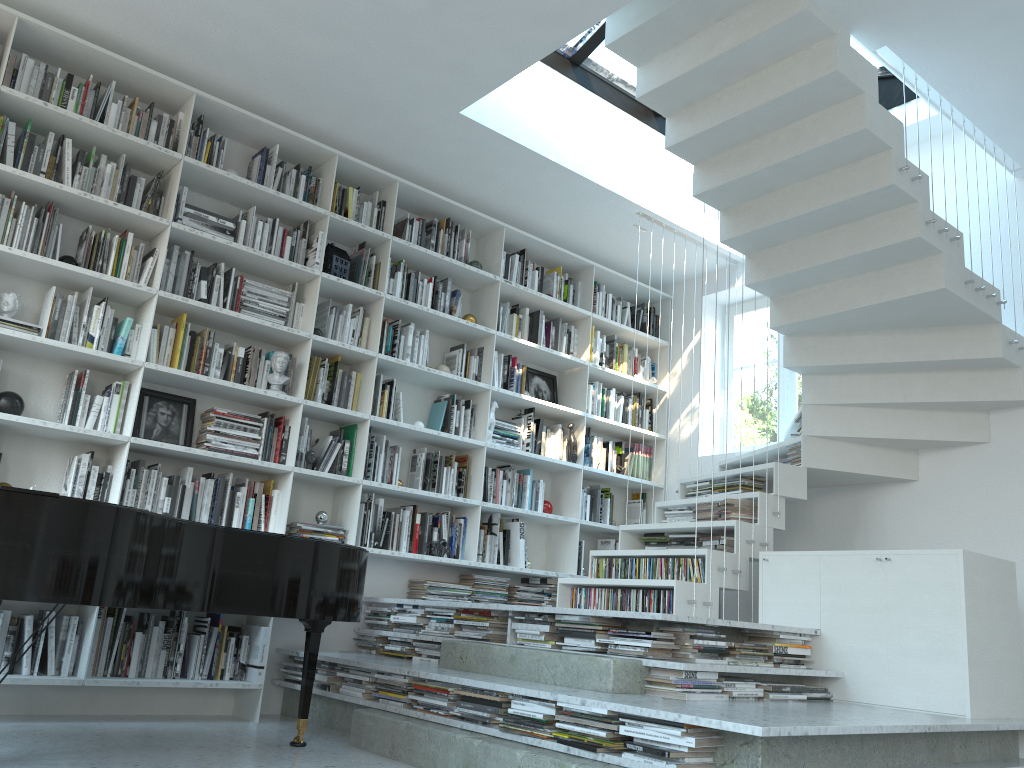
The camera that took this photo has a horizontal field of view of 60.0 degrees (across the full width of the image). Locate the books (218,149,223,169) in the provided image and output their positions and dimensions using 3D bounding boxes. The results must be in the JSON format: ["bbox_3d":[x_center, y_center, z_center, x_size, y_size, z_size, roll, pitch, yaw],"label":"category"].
[{"bbox_3d":[-1.627,-1.173,4.851,0.010,0.186,0.152,16,-18,-37],"label":"books"}]

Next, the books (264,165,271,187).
[{"bbox_3d":[-1.424,-1.122,5.021,0.031,0.208,0.147,16,-18,-37],"label":"books"}]

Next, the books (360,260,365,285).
[{"bbox_3d":[-0.946,-0.626,5.324,0.024,0.216,0.169,16,-18,-37],"label":"books"}]

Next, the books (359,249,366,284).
[{"bbox_3d":[-0.944,-0.658,5.311,0.022,0.271,0.181,16,-18,-37],"label":"books"}]

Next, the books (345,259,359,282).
[{"bbox_3d":[-0.977,-0.633,5.304,0.019,0.213,0.156,16,-18,-37],"label":"books"}]

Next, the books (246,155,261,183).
[{"bbox_3d":[-1.464,-1.152,4.990,0.012,0.245,0.151,16,-18,-37],"label":"books"}]

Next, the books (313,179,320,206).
[{"bbox_3d":[-1.183,-1.069,5.202,0.014,0.238,0.153,16,-18,-37],"label":"books"}]

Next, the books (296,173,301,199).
[{"bbox_3d":[-1.278,-1.089,5.115,0.012,0.216,0.179,16,-18,-37],"label":"books"}]

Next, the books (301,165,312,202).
[{"bbox_3d":[-1.226,-1.114,5.183,0.012,0.307,0.138,16,-18,-37],"label":"books"}]

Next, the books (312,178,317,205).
[{"bbox_3d":[-1.199,-1.073,5.201,0.014,0.243,0.145,16,-18,-37],"label":"books"}]

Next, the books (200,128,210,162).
[{"bbox_3d":[-1.690,-1.235,4.788,0.011,0.264,0.163,16,-18,-37],"label":"books"}]

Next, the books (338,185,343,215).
[{"bbox_3d":[-1.065,-1.045,5.299,0.008,0.261,0.142,16,-18,-37],"label":"books"}]

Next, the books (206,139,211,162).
[{"bbox_3d":[-1.688,-1.208,4.828,0.006,0.232,0.136,16,-18,-37],"label":"books"}]

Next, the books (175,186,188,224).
[{"bbox_3d":[-1.764,-0.890,4.650,0.021,0.248,0.192,16,-18,-37],"label":"books"}]

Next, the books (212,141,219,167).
[{"bbox_3d":[-1.644,-1.196,4.831,0.016,0.218,0.144,16,-18,-37],"label":"books"}]

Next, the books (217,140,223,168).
[{"bbox_3d":[-1.639,-1.204,4.859,0.013,0.249,0.148,16,-18,-37],"label":"books"}]

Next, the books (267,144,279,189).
[{"bbox_3d":[-1.390,-1.180,5.032,0.010,0.330,0.186,16,-18,-37],"label":"books"}]

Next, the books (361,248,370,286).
[{"bbox_3d":[-0.921,-0.662,5.323,0.021,0.287,0.179,16,-18,-37],"label":"books"}]

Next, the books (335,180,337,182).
[{"bbox_3d":[-1.097,-1.063,5.277,0.007,0.278,0.150,16,-18,-37],"label":"books"}]

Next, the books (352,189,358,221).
[{"bbox_3d":[-0.996,-1.029,5.363,0.030,0.273,0.151,16,-18,-37],"label":"books"}]

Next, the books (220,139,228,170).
[{"bbox_3d":[-1.612,-1.205,4.861,0.011,0.255,0.143,16,-18,-37],"label":"books"}]

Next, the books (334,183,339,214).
[{"bbox_3d":[-1.076,-1.051,5.280,0.034,0.260,0.157,16,-18,-37],"label":"books"}]

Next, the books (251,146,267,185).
[{"bbox_3d":[-1.442,-1.175,4.990,0.014,0.291,0.176,16,-18,-37],"label":"books"}]

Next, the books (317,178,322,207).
[{"bbox_3d":[-1.173,-1.073,5.221,0.022,0.256,0.137,16,-18,-37],"label":"books"}]

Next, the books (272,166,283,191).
[{"bbox_3d":[-1.375,-1.114,5.039,0.050,0.210,0.173,16,-18,-37],"label":"books"}]

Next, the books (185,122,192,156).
[{"bbox_3d":[-1.769,-1.252,4.725,0.026,0.252,0.185,16,-18,-37],"label":"books"}]

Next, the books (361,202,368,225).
[{"bbox_3d":[-0.941,-0.983,5.375,0.024,0.201,0.180,16,-18,-37],"label":"books"}]

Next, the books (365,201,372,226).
[{"bbox_3d":[-0.917,-0.983,5.391,0.031,0.212,0.170,16,-18,-37],"label":"books"}]

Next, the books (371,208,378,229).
[{"bbox_3d":[-0.887,-0.961,5.429,0.022,0.193,0.182,16,-19,-37],"label":"books"}]

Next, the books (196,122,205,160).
[{"bbox_3d":[-1.714,-1.253,4.790,0.010,0.295,0.153,16,-18,-37],"label":"books"}]

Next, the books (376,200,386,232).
[{"bbox_3d":[-0.846,-0.983,5.448,0.029,0.252,0.186,16,-18,-37],"label":"books"}]

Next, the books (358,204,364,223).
[{"bbox_3d":[-0.959,-0.978,5.358,0.023,0.179,0.173,16,-19,-37],"label":"books"}]

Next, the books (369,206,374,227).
[{"bbox_3d":[-0.909,-0.969,5.422,0.025,0.203,0.162,16,-18,-37],"label":"books"}]

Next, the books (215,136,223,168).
[{"bbox_3d":[-1.634,-1.211,4.840,0.005,0.254,0.168,16,-18,-37],"label":"books"}]

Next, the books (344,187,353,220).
[{"bbox_3d":[-1.015,-1.032,5.319,0.054,0.254,0.191,16,-18,-37],"label":"books"}]

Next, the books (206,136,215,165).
[{"bbox_3d":[-1.671,-1.215,4.826,0.014,0.247,0.139,16,-18,-37],"label":"books"}]

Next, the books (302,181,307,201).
[{"bbox_3d":[-1.244,-1.065,5.167,0.014,0.204,0.135,16,-18,-37],"label":"books"}]

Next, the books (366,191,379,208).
[{"bbox_3d":[-0.879,-1.019,5.469,0.012,0.328,0.128,16,-18,-37],"label":"books"}]

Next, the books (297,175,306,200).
[{"bbox_3d":[-1.254,-1.080,5.111,0.023,0.201,0.193,16,-19,-37],"label":"books"}]

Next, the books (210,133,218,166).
[{"bbox_3d":[-1.656,-1.221,4.831,0.013,0.263,0.147,16,-18,-37],"label":"books"}]

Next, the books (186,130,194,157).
[{"bbox_3d":[-1.763,-1.232,4.751,0.023,0.227,0.157,16,-18,-37],"label":"books"}]

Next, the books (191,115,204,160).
[{"bbox_3d":[-1.726,-1.276,4.793,0.014,0.340,0.145,16,-18,-37],"label":"books"}]

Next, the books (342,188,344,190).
[{"bbox_3d":[-1.059,-1.039,5.326,0.007,0.263,0.133,16,-18,-37],"label":"books"}]

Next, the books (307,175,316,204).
[{"bbox_3d":[-1.208,-1.079,5.181,0.028,0.243,0.161,16,-18,-37],"label":"books"}]

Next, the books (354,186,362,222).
[{"bbox_3d":[-0.969,-1.038,5.365,0.010,0.296,0.167,16,-18,-37],"label":"books"}]

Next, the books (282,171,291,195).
[{"bbox_3d":[-1.321,-1.095,5.079,0.033,0.202,0.166,16,-18,-37],"label":"books"}]

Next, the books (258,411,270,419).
[{"bbox_3d":[-1.369,0.302,4.813,0.011,0.298,0.130,16,-18,-37],"label":"books"}]

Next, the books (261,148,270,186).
[{"bbox_3d":[-1.429,-1.170,5.010,0.011,0.295,0.157,16,-18,-37],"label":"books"}]

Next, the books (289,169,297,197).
[{"bbox_3d":[-1.301,-1.104,5.104,0.023,0.236,0.154,16,-18,-37],"label":"books"}]

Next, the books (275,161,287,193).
[{"bbox_3d":[-1.354,-1.131,5.083,0.028,0.269,0.140,16,-18,-37],"label":"books"}]

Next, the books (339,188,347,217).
[{"bbox_3d":[-1.046,-1.032,5.289,0.015,0.233,0.171,16,-18,-37],"label":"books"}]

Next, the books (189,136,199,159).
[{"bbox_3d":[-1.738,-1.212,4.752,0.026,0.194,0.166,16,-18,-37],"label":"books"}]

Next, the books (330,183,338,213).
[{"bbox_3d":[-1.092,-1.050,5.245,0.007,0.238,0.191,16,-18,-37],"label":"books"}]

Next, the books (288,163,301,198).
[{"bbox_3d":[-1.278,-1.119,5.107,0.010,0.269,0.180,16,-18,-37],"label":"books"}]

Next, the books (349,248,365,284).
[{"bbox_3d":[-0.948,-0.664,5.291,0.021,0.271,0.190,16,-18,-37],"label":"books"}]

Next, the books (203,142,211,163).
[{"bbox_3d":[-1.688,-1.196,4.799,0.023,0.195,0.172,16,-18,-37],"label":"books"}]

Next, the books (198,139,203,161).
[{"bbox_3d":[-1.718,-1.205,4.794,0.011,0.205,0.145,16,-18,-37],"label":"books"}]

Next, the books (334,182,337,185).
[{"bbox_3d":[-1.095,-1.056,5.263,0.006,0.259,0.166,16,-18,-37],"label":"books"}]

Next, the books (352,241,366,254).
[{"bbox_3d":[-0.945,-0.687,5.336,0.025,0.338,0.143,16,-18,-37],"label":"books"}]
